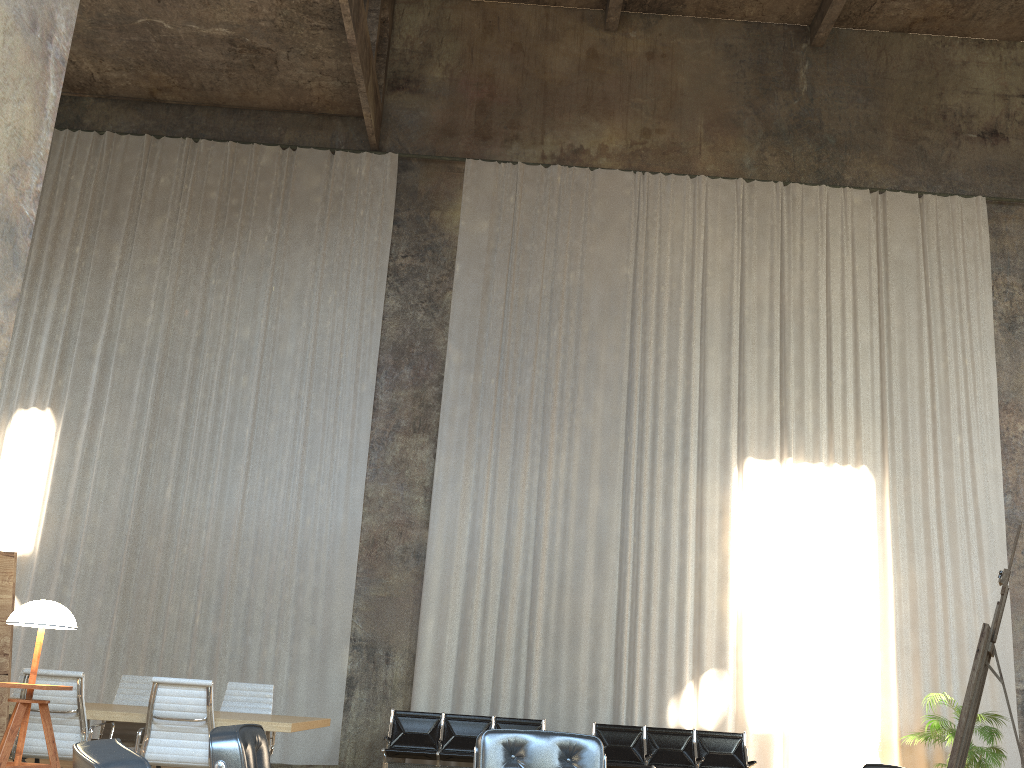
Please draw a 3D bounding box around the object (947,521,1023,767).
[{"bbox_3d":[2.399,1.754,4.495,0.688,2.078,0.720,-4,-16,31],"label":"object"}]

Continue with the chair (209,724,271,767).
[{"bbox_3d":[-0.554,1.538,2.736,0.822,0.864,0.754,6,-16,-6],"label":"chair"}]

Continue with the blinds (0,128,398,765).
[{"bbox_3d":[-5.794,0.426,11.835,7.822,8.379,0.283,4,-13,0],"label":"blinds"}]

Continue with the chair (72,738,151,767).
[{"bbox_3d":[-0.496,1.186,1.750,0.829,0.864,0.747,12,-18,-26],"label":"chair"}]

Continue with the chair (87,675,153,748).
[{"bbox_3d":[-3.333,3.052,7.630,0.665,0.992,0.723,3,-15,3],"label":"chair"}]

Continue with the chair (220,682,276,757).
[{"bbox_3d":[-2.371,2.126,4.868,31.441,0.999,13.426,4,-20,-1],"label":"chair"}]

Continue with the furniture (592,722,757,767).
[{"bbox_3d":[1.853,4.352,10.023,1.868,0.817,0.733,4,-16,-1],"label":"furniture"}]

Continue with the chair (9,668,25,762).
[{"bbox_3d":[-4.249,2.986,7.617,0.665,0.992,0.723,3,-15,5],"label":"chair"}]

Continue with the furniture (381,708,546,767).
[{"bbox_3d":[-0.530,4.184,9.994,1.868,0.817,0.733,4,-16,-1],"label":"furniture"}]

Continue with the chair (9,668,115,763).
[{"bbox_3d":[-3.224,2.566,6.264,0.665,0.992,0.723,2,-16,8],"label":"chair"}]

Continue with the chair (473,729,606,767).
[{"bbox_3d":[0.148,1.958,3.772,0.730,0.864,0.849,5,-16,-4],"label":"chair"}]

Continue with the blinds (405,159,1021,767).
[{"bbox_3d":[2.834,1.036,11.941,7.822,8.379,0.283,4,-13,0],"label":"blinds"}]

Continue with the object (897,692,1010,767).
[{"bbox_3d":[5.383,4.441,10.482,1.131,1.410,1.126,6,-16,-9],"label":"object"}]

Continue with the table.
[{"bbox_3d":[-5.458,2.791,6.926,7.699,0.736,1.659,4,-19,-1],"label":"table"}]

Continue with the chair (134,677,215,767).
[{"bbox_3d":[-2.363,2.640,6.310,0.665,0.992,0.723,3,-15,5],"label":"chair"}]

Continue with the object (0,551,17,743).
[{"bbox_3d":[-2.656,1.233,3.981,0.702,2.078,0.706,4,-14,-1],"label":"object"}]

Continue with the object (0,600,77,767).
[{"bbox_3d":[-1.866,1.426,3.216,0.658,1.256,0.589,4,-14,0],"label":"object"}]

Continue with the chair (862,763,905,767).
[{"bbox_3d":[0.923,1.678,2.854,0.820,0.864,0.755,2,-16,6],"label":"chair"}]
